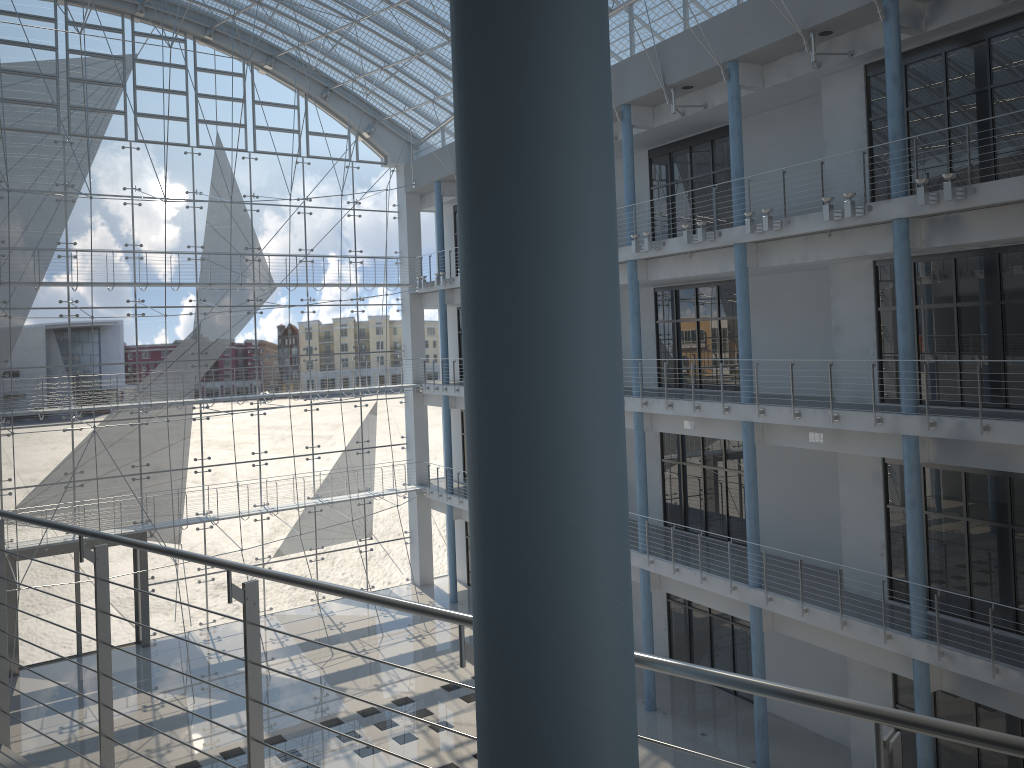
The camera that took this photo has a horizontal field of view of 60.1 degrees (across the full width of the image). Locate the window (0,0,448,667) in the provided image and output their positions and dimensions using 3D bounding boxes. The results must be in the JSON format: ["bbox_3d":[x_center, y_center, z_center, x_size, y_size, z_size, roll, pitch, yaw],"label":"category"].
[{"bbox_3d":[-1.911,-0.242,3.702,3.854,2.775,0.010,-3,0,-35],"label":"window"}]
